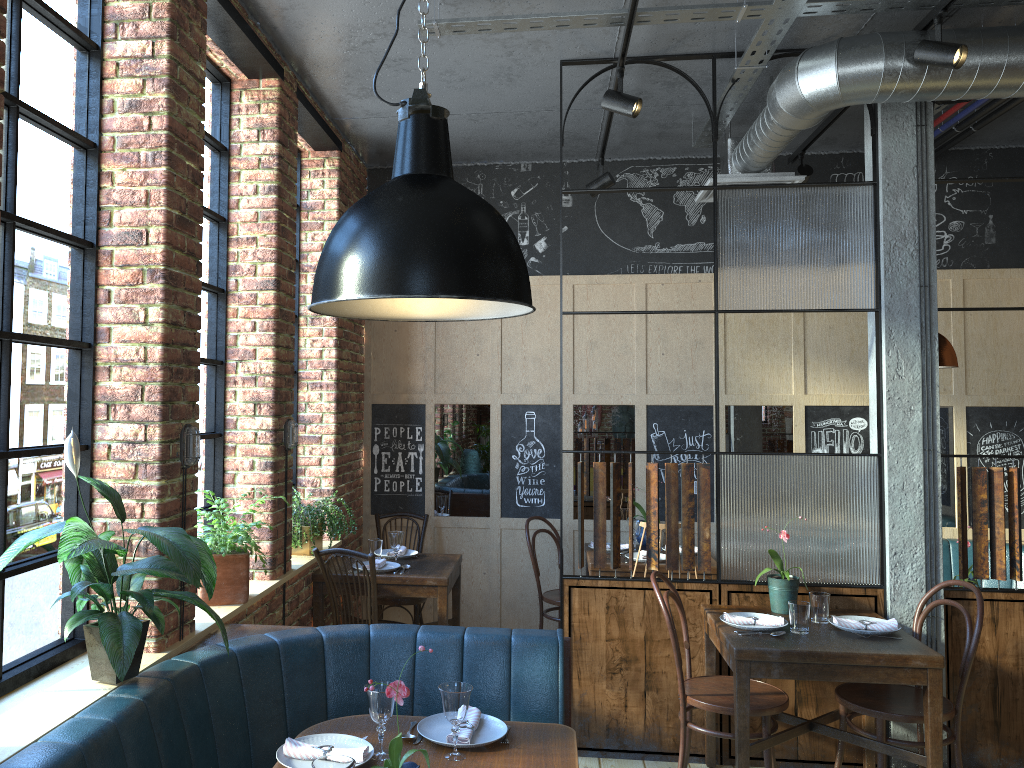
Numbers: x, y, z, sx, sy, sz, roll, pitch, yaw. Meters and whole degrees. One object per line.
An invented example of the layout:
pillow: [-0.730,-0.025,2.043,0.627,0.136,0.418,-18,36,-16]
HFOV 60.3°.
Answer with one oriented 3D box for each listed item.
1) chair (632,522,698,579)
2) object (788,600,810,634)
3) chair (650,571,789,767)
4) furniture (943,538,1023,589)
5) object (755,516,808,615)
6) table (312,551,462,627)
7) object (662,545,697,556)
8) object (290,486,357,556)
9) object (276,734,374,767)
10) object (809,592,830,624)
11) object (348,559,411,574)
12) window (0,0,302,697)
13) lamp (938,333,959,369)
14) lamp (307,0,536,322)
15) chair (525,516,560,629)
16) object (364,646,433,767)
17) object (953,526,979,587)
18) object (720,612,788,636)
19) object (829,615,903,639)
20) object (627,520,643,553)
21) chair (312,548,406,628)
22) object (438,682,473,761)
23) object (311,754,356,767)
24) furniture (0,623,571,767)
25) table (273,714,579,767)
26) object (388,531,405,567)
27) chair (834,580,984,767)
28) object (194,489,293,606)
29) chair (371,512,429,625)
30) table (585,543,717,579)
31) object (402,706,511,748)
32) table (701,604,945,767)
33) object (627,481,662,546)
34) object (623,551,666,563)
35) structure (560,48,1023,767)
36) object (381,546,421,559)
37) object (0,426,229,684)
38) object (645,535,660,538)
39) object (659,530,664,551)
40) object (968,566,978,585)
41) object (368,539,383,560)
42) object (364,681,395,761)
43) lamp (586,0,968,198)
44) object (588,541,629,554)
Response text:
chair: [0.824,1.270,5.011,0.530,1.007,0.455,0,-3,-8]
object: [1.167,0.948,3.579,0.081,0.120,0.087,1,-3,-26]
chair: [0.869,1.276,3.708,0.569,0.922,0.422,-1,-3,22]
furniture: [2.545,1.360,4.870,1.508,0.823,1.427,0,-2,5]
object: [1.201,0.804,3.932,0.195,0.427,0.152,1,-3,-23]
table: [-0.697,1.400,5.082,0.759,0.728,0.742,0,-2,5]
object: [1.077,1.028,5.519,0.274,0.051,0.319,0,-1,8]
object: [-1.116,0.751,4.876,0.504,0.370,0.600,0,-2,5]
object: [-0.517,1.014,2.417,0.274,0.051,0.319,0,-1,8]
object: [1.310,0.952,3.751,0.081,0.120,0.087,1,-3,-26]
object: [-0.736,1.006,4.890,0.330,0.051,0.265,0,-1,9]
window: [-0.558,-0.345,0.886,3.301,2.432,8.871,1,-2,-30]
lamp: [2.182,-0.754,4.754,0.357,1.336,0.380,1,-3,-22]
lamp: [-0.209,-0.832,2.088,0.548,1.328,0.510,-1,-3,23]
chair: [0.363,1.317,5.557,0.575,0.922,0.418,-2,-3,37]
object: [-0.264,0.814,1.945,0.141,0.432,0.210,-1,-3,23]
object: [2.292,0.942,4.451,0.141,0.432,0.210,-1,-3,23]
object: [1.009,0.984,3.668,0.274,0.051,0.319,0,-1,8]
object: [1.455,0.986,3.648,0.274,0.051,0.319,0,-1,8]
object: [0.771,0.957,5.527,0.095,0.192,0.101,1,-3,-24]
chair: [-0.759,1.290,4.629,0.420,0.916,0.501,-1,-3,24]
object: [-0.158,0.946,2.468,0.103,0.192,0.094,-2,-3,34]
object: [-0.394,0.932,1.940,0.103,0.192,0.094,-2,-3,34]
furniture: [-0.522,1.280,2.045,1.379,0.823,2.584,0,-1,4]
table: [-0.250,1.361,1.996,0.831,0.661,1.523,0,-2,4]
object: [-0.658,0.938,5.005,0.095,0.192,0.101,1,-3,-24]
chair: [1.619,1.277,3.615,0.548,0.922,0.439,0,-3,-2]
object: [-1.215,0.669,3.707,0.436,0.483,0.443,-1,-2,27]
chair: [-0.731,1.315,5.672,0.406,0.916,0.520,0,-2,-1]
table: [0.843,1.415,5.438,0.759,0.728,0.742,0,-2,5]
object: [-0.165,1.020,2.627,0.330,0.051,0.265,0,-1,9]
table: [1.234,1.374,3.646,0.759,0.728,0.742,0,-2,5]
object: [0.868,0.844,5.773,0.219,0.432,0.136,0,-3,2]
object: [0.825,1.020,5.228,0.330,0.051,0.265,0,-1,9]
structure: [3.866,0.045,1.822,5.937,3.330,5.938,1,-2,-11]
object: [-0.718,1.016,5.326,0.330,0.051,0.265,0,-1,9]
object: [-1.165,0.498,2.580,0.613,0.752,0.726,0,-2,4]
object: [0.863,0.990,5.410,0.084,0.120,0.085,0,-2,-5]
object: [0.924,0.995,5.609,0.084,0.120,0.085,0,-2,-5]
object: [2.430,1.068,4.672,0.095,0.192,0.101,1,-3,-24]
object: [-0.805,0.978,5.192,0.087,0.120,0.081,-1,-3,22]
object: [-0.367,0.945,2.468,0.103,0.192,0.094,-2,-3,34]
lamp: [3.453,-1.351,1.660,6.331,0.274,7.147,0,-1,5]
object: [0.620,1.028,5.582,0.271,0.051,0.322,0,-1,3]
